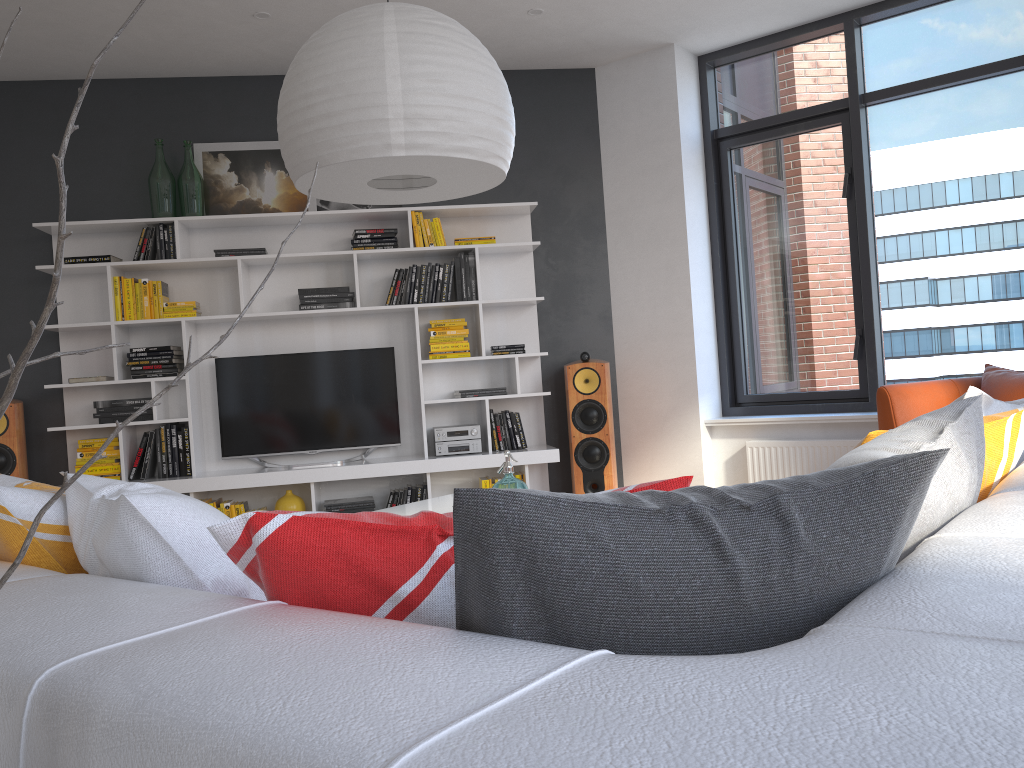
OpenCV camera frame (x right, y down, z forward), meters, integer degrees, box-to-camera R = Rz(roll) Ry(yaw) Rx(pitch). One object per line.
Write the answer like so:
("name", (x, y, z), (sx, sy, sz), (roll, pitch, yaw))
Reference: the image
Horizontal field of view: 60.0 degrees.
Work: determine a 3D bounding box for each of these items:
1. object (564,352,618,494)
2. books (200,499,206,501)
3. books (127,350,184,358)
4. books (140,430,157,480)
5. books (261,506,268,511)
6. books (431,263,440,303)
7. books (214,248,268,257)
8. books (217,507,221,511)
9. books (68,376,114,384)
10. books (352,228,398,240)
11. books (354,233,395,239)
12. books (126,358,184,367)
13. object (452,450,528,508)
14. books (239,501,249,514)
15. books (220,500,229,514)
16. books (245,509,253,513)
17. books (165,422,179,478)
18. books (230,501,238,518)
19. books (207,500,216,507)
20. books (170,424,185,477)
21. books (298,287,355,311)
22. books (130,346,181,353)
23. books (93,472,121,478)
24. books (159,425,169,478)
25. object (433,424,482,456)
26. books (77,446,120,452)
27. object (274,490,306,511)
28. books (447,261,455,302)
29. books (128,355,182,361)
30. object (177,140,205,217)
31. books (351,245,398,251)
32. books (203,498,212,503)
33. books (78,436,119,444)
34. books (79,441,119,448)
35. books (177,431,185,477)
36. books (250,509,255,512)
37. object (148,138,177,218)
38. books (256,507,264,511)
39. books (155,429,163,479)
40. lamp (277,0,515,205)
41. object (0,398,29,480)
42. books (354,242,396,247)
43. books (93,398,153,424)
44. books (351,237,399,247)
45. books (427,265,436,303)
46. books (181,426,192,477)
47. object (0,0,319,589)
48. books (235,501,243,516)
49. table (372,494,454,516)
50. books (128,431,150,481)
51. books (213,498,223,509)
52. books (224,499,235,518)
("object", (0.515, 0.337, 5.716), (0.290, 1.088, 0.434), (-4, 0, 7))
("books", (-1.857, 0.835, 5.316), (0.029, 0.270, 0.204), (-4, 0, -8))
("books", (-2.173, -0.181, 5.436), (0.284, 0.030, 0.214), (-4, 0, 1))
("books", (-2.196, 0.428, 5.407), (0.100, 0.289, 0.210), (-4, 0, -9))
("books", (-1.481, 0.847, 5.380), (0.046, 0.193, 0.149), (-4, 0, -7))
("books", (-0.493, -0.628, 5.636), (0.075, 0.254, 0.192), (-4, 0, -9))
("books", (-1.673, -0.794, 5.488), (0.310, 0.047, 0.250), (-4, 0, -12))
("books", (-1.734, 0.849, 5.340), (0.042, 0.230, 0.156), (-4, 0, -9))
("books", (-2.534, -0.023, 5.356), (0.209, 0.030, 0.266), (-4, 0, -14))
("books", (-0.869, -0.948, 5.611), (0.266, 0.030, 0.209), (-4, 0, -14))
("books", (-0.863, -0.921, 5.600), (0.246, 0.026, 0.180), (-4, 0, -5))
("books", (-2.171, -0.130, 5.413), (0.284, 0.030, 0.214), (-4, 0, 1))
("object", (-0.073, 0.355, 3.002), (0.330, 0.265, 0.330), (-4, 0, -29))
("books", (-1.606, 0.835, 5.382), (0.056, 0.235, 0.172), (-4, 0, -9))
("books", (-1.715, 0.834, 5.347), (0.041, 0.252, 0.180), (-4, 0, -8))
("books", (-1.569, 0.856, 5.363), (0.056, 0.188, 0.138), (-4, 0, -8))
("books", (-2.070, 0.401, 5.435), (0.026, 0.326, 0.237), (-4, 0, -8))
("books", (-1.657, 0.836, 5.346), (0.043, 0.240, 0.169), (-4, 0, -9))
("books", (-1.786, 0.836, 5.352), (0.066, 0.258, 0.198), (-4, 0, -8))
("books", (-2.040, 0.405, 5.439), (0.034, 0.315, 0.239), (-4, 0, -8))
("books", (-1.164, -0.523, 5.576), (0.343, 0.137, 0.277), (-4, 0, -13))
("books", (-2.171, -0.209, 5.409), (0.246, 0.026, 0.180), (-4, 0, 0))
("books", (-2.480, 0.551, 5.381), (0.269, 0.025, 0.213), (-4, 0, -5))
("books", (-2.102, 0.409, 5.427), (0.034, 0.314, 0.237), (-4, 0, -8))
("object", (-0.351, 0.355, 5.639), (0.285, 0.174, 0.270), (-4, 0, -8))
("books", (-2.487, 0.391, 5.398), (0.238, 0.023, 0.167), (-4, 0, 8))
("object", (-1.352, 0.776, 5.409), (0.185, 0.257, 0.185), (-4, 0, -30))
("books", (-0.396, -0.638, 5.649), (0.066, 0.260, 0.197), (-4, 0, -8))
("books", (-2.174, -0.155, 5.416), (0.264, 0.020, 0.189), (-4, 0, -4))
("object", (-1.988, -1.252, 5.480), (0.157, 0.507, 0.157), (-4, 0, 6))
("books", (-0.863, -0.842, 5.603), (0.284, 0.030, 0.214), (-4, 0, -4))
("books", (-1.821, 0.832, 5.341), (0.048, 0.271, 0.213), (-4, 0, -8))
("books", (-2.495, 0.342, 5.417), (0.234, 0.024, 0.171), (-4, 0, -4))
("books", (-2.480, 0.366, 5.395), (0.234, 0.024, 0.171), (-4, 0, -4))
("books", (-2.005, 0.422, 5.437), (0.028, 0.272, 0.200), (-4, 0, -8))
("books", (-1.547, 0.855, 5.359), (0.046, 0.187, 0.134), (-4, 0, -8))
("object", (-2.134, -1.242, 5.403), (0.157, 0.507, 0.157), (-4, 0, 6))
("books", (-1.504, 0.849, 5.368), (0.067, 0.193, 0.148), (-4, 0, -7))
("books", (-2.131, 0.420, 5.418), (0.028, 0.301, 0.213), (-4, 0, -8))
("lamp", (0.155, -0.399, 1.041), (0.710, 2.647, 3.199), (-4, 0, -17))
("object", (-3.016, 0.586, 5.241), (0.290, 1.088, 0.434), (-4, 0, -23))
("books", (-0.867, -0.867, 5.606), (0.264, 0.020, 0.189), (-4, 0, -9))
("books", (-2.338, 0.162, 5.414), (0.343, 0.137, 0.277), (-4, 0, -8))
("books", (-0.868, -0.893, 5.627), (0.284, 0.030, 0.214), (-4, 0, -4))
("books", (-0.512, -0.619, 5.607), (0.069, 0.242, 0.172), (-4, 0, -7))
("books", (-1.966, 0.408, 5.444), (0.051, 0.297, 0.230), (-4, 0, -8))
("object", (-0.387, 0.094, 0.444), (0.607, 0.744, 0.406), (-4, 0, -13))
("books", (-1.636, 0.837, 5.369), (0.043, 0.235, 0.171), (-4, 0, -10))
("table", (-0.142, 0.710, 3.267), (1.091, 0.435, 1.091), (-4, 0, 37))
("books", (-2.249, 0.434, 5.418), (0.142, 0.284, 0.232), (-4, 0, -8))
("books", (-1.756, 0.831, 5.355), (0.038, 0.267, 0.202), (-4, 0, -7))
("books", (-1.691, 0.833, 5.361), (0.055, 0.252, 0.185), (-4, 0, -9))
